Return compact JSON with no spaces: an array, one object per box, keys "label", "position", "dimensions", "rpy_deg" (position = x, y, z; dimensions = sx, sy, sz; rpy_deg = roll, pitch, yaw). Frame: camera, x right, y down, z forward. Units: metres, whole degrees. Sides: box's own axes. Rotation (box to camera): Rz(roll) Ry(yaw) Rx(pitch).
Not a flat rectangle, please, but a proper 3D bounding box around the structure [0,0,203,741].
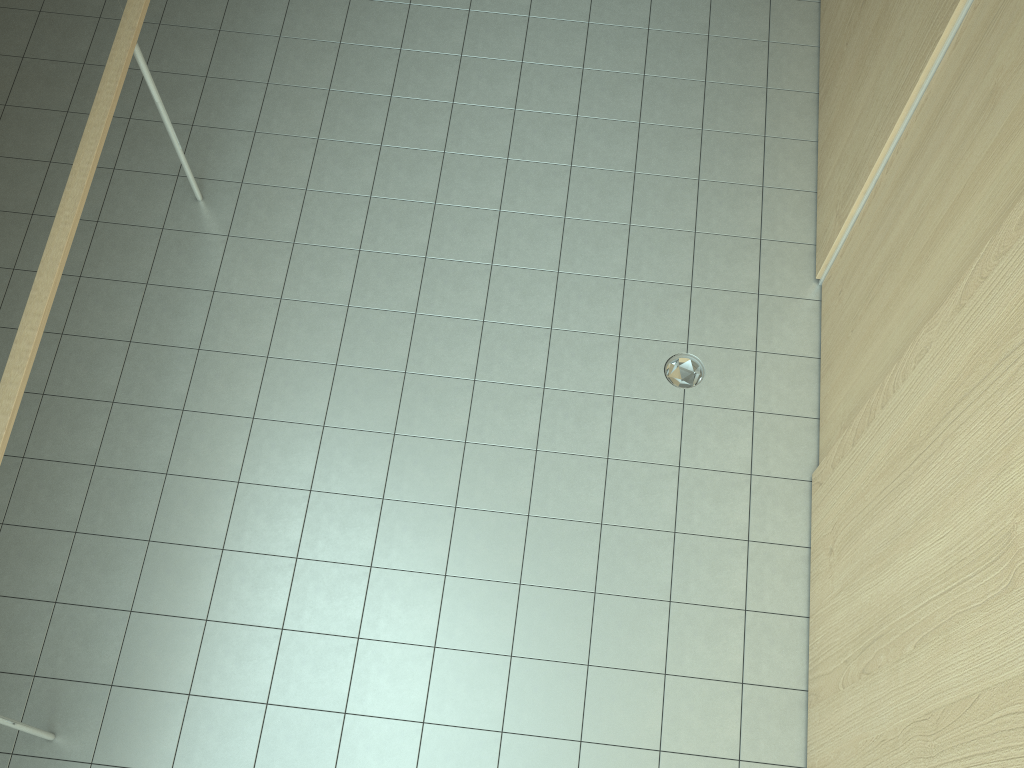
[{"label":"structure","position":[-2.462,-1.720,2.323],"dimensions":[1.884,4.684,11.492],"rpy_deg":[7,70,3]}]
